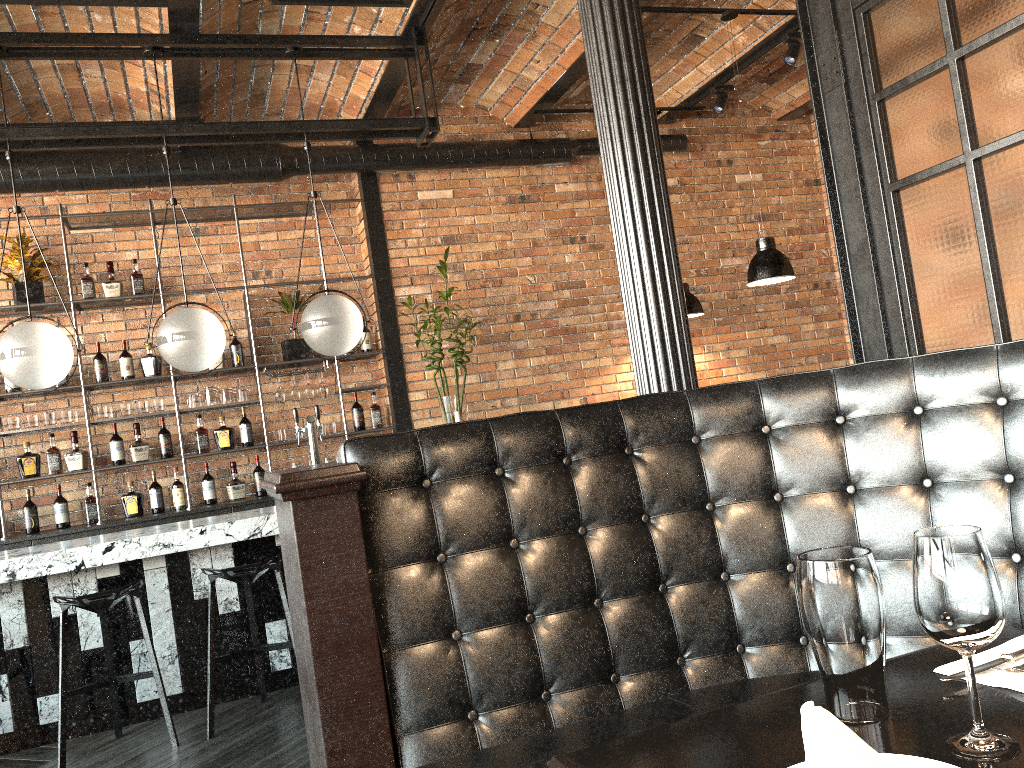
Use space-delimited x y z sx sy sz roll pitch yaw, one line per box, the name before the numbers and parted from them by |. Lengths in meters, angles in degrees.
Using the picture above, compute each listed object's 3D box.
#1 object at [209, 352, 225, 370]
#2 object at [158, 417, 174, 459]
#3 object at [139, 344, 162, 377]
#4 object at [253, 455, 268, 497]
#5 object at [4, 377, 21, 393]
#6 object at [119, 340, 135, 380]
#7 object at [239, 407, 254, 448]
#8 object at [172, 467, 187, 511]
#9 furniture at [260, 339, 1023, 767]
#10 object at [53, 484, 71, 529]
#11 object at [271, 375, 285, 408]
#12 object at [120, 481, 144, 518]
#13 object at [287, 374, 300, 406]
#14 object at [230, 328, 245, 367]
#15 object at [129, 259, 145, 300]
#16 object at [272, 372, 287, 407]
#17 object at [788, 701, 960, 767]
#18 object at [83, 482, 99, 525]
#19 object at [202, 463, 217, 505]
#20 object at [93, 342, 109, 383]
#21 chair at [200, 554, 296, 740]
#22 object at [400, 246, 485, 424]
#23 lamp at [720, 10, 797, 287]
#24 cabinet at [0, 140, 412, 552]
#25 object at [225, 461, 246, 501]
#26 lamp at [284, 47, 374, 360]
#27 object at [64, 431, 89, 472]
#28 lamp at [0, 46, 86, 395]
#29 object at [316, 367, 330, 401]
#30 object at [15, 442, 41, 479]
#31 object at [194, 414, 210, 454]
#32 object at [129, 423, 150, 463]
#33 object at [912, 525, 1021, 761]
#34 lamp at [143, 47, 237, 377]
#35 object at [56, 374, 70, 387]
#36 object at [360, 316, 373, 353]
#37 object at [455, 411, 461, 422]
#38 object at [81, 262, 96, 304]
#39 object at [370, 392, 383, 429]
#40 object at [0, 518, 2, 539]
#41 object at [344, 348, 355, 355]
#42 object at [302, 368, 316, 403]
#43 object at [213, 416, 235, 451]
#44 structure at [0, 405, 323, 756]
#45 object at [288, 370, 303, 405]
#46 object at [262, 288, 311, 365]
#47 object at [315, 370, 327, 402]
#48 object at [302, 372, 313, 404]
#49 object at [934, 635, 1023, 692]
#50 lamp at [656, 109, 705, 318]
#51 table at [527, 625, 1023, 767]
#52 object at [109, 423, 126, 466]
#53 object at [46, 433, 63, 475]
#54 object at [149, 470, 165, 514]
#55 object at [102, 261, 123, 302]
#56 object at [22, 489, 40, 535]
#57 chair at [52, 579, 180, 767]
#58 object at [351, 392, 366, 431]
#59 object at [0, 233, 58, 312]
object | -2.133 -0.228 6.364 0.123 0.279 0.123 -8 -2 -11
object | -2.436 0.378 6.221 0.086 0.299 0.086 -10 -2 29
object | -2.537 -0.158 6.229 0.151 0.248 0.094 -9 -2 9
object | -1.825 0.663 6.410 0.086 0.299 0.086 -10 -2 29
object | -3.357 -0.075 5.942 0.086 0.298 0.086 -10 -2 29
object | -2.700 -0.161 6.206 0.086 0.298 0.086 -10 -2 29
object | -1.927 0.312 6.417 0.086 0.298 0.086 -10 -2 29
object | -2.342 0.733 6.219 0.080 0.299 0.080 -8 -2 -17
furniture | 1.257 0.418 0.011 1.979 1.212 5.451 -8 -2 -20
object | -3.038 0.825 5.974 0.086 0.298 0.086 -10 -2 29
object | -1.735 0.052 6.571 0.092 0.244 0.092 -9 -2 19
object | -2.618 0.795 6.116 0.151 0.248 0.094 -8 -2 -11
object | -1.632 0.038 6.609 0.092 0.244 0.092 -9 -2 19
object | -1.999 -0.255 6.431 0.086 0.297 0.086 -10 -2 29
object | -2.644 -0.739 6.244 0.083 0.282 0.083 -7 -3 -35
object | -1.681 0.038 6.416 0.092 0.244 0.092 -9 -2 19
object | 0.348 0.365 0.869 0.232 0.139 0.232 -10 -2 29
object | -2.863 0.809 6.028 0.083 0.282 0.083 -7 -3 -35
object | -2.154 0.707 6.295 0.086 0.298 0.086 -10 -2 29
object | -2.844 -0.144 6.124 0.086 0.299 0.086 -10 -2 29
chair | -1.210 1.175 4.145 0.475 0.737 0.414 -8 -2 -15
object | -0.450 -0.172 6.377 0.584 1.546 0.673 -9 -2 19
lamp | 1.431 -1.429 5.336 0.291 1.653 0.291 -9 -2 25
cabinet | -4.108 0.181 5.605 7.075 3.779 0.564 -8 -2 -20
object | -1.976 0.693 6.336 0.123 0.279 0.123 -7 -3 -31
lamp | -1.089 -0.999 4.907 0.340 1.754 0.340 -9 -2 26
object | -2.955 0.457 6.013 0.123 0.279 0.123 -8 -2 -6
lamp | -2.456 -0.818 4.410 0.340 1.754 0.340 -9 -2 26
object | -1.389 -0.001 6.522 0.092 0.244 0.092 -9 -2 19
object | -3.230 0.510 5.926 0.151 0.248 0.094 -7 -2 -31
object | -2.208 0.356 6.299 0.083 0.282 0.083 -7 -3 -35
object | -2.587 0.408 6.147 0.123 0.279 0.123 -7 -3 -31
object | 0.511 0.287 1.001 0.092 0.244 0.092 -8 -2 -3
lamp | -1.773 -0.908 4.658 0.340 1.754 0.340 -9 -2 26
object | -3.071 -0.105 6.037 0.083 0.282 0.083 -8 -2 -20
object | -1.123 -0.371 6.775 0.086 0.298 0.086 -10 -3 34
object | -0.264 0.372 6.006 0.316 0.397 0.319 -10 -2 29
object | -2.936 -0.700 6.138 0.083 0.282 0.083 -8 -2 -20
object | -1.035 0.200 6.726 0.083 0.282 0.083 -8 -2 -10
object | -3.425 0.886 5.809 0.123 0.279 0.123 -8 -2 -6
object | -1.243 -0.348 6.702 0.083 0.282 0.083 -8 -2 -5
object | -1.486 0.012 6.487 0.092 0.244 0.092 -9 -2 19
object | -2.062 0.355 6.350 0.151 0.248 0.094 -8 -2 -11
structure | -2.298 1.016 4.956 5.346 1.430 1.930 -8 -2 -20
object | -1.578 0.024 6.454 0.092 0.244 0.092 -9 -2 19
object | -1.603 -0.440 6.547 0.398 0.560 0.374 -10 -3 42
object | -1.443 0.013 6.677 0.092 0.244 0.092 -9 -2 19
object | -1.540 0.026 6.642 0.092 0.244 0.092 -9 -2 19
object | 0.699 0.382 1.219 0.255 0.019 0.157 -7 -2 -24
lamp | 1.242 -1.340 6.961 0.291 1.653 0.291 -6 -3 -45
table | 0.609 0.776 0.911 0.872 0.758 0.872 -8 -2 -20
object | -2.727 0.417 6.119 0.086 0.298 0.086 -10 -2 29
object | -3.089 0.473 5.979 0.083 0.282 0.083 -8 -2 -20
object | -2.482 0.752 6.182 0.086 0.298 0.086 -10 -2 29
object | -2.791 -0.717 6.192 0.123 0.279 0.123 -8 -2 -16
object | -3.196 0.844 5.882 0.086 0.297 0.086 -9 -2 14
chair | -1.788 1.252 3.935 0.475 0.737 0.414 -7 -2 -25
object | -1.164 0.209 6.683 0.086 0.299 0.086 -10 -2 29
object | -3.330 -0.769 6.044 0.425 0.526 0.430 -8 -2 -18
